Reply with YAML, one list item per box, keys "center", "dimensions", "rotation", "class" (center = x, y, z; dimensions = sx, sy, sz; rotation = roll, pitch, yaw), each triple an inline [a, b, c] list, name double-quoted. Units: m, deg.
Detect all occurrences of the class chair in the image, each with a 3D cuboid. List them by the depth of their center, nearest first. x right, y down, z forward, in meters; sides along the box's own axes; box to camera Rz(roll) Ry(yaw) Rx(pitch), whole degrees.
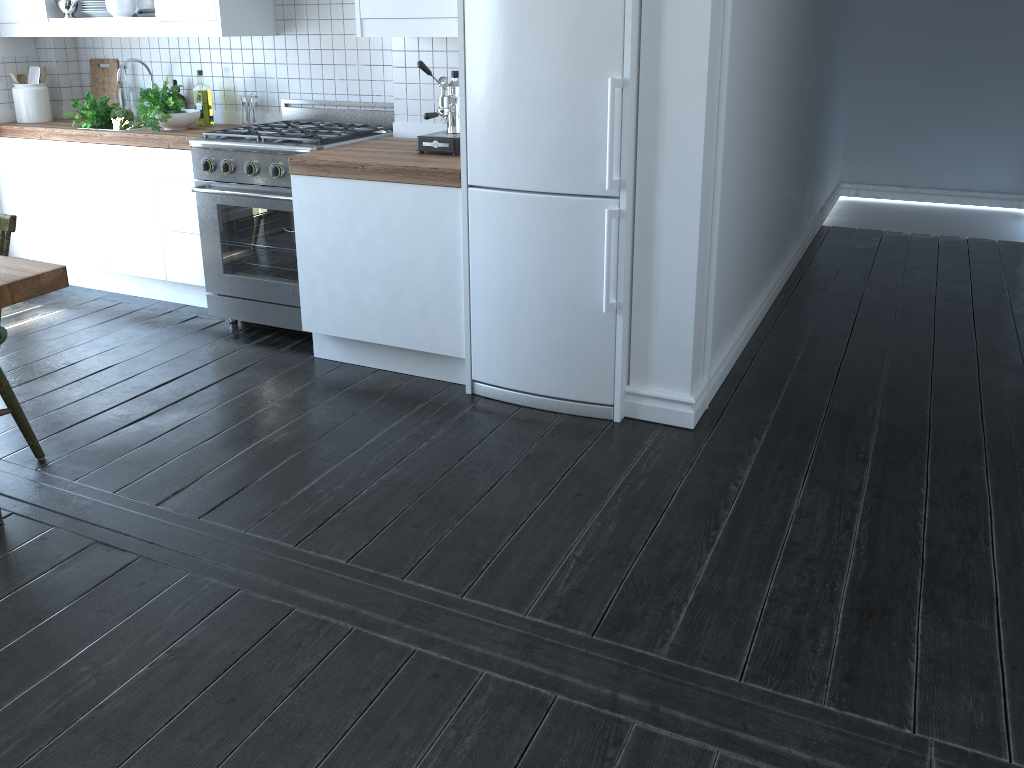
- center: [-1.799, -0.102, 2.729]
  dimensions: [0.470, 0.800, 0.500]
  rotation: [8, 20, 23]
  class: "chair"

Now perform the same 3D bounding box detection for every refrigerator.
- center: [0.227, -0.853, 3.297]
  dimensions: [0.580, 1.743, 0.700]
  rotation: [8, 19, 24]
  class: "refrigerator"

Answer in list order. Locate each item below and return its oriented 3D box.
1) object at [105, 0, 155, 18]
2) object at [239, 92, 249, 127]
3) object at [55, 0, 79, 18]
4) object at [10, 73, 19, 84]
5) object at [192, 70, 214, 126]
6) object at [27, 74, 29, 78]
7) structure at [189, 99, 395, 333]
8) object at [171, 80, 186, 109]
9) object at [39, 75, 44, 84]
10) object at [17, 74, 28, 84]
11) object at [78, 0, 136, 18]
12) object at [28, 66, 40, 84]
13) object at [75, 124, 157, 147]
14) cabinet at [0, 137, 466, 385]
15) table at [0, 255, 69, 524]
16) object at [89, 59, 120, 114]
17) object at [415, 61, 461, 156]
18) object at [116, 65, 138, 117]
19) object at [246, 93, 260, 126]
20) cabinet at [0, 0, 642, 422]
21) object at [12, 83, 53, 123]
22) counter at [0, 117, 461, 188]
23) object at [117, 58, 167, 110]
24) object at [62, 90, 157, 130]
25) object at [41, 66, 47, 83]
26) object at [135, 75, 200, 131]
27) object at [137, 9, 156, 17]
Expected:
- center: [-1.926, -1.972, 4.473]
  dimensions: [0.150, 0.209, 0.319]
  rotation: [7, 22, 22]
  class: "object"
- center: [-1.369, -1.418, 4.545]
  dimensions: [0.060, 0.167, 0.060]
  rotation: [13, 22, 37]
  class: "object"
- center: [-2.274, -1.945, 4.516]
  dimensions: [0.212, 0.130, 0.104]
  rotation: [15, 24, 36]
  class: "object"
- center: [-2.685, -1.571, 4.822]
  dimensions: [0.054, 0.254, 0.154]
  rotation: [0, 18, 1]
  class: "object"
- center: [-1.614, -1.492, 4.593]
  dimensions: [0.066, 0.273, 0.068]
  rotation: [6, 18, 20]
  class: "object"
- center: [-2.629, -1.584, 4.869]
  dimensions: [0.119, 0.242, 0.034]
  rotation: [8, 19, 25]
  class: "object"
- center: [-1.000, -0.796, 4.174]
  dimensions: [0.705, 0.986, 0.743]
  rotation: [8, 20, 24]
  class: "structure"
- center: [-1.799, -1.517, 4.730]
  dimensions: [0.085, 0.223, 0.088]
  rotation: [-3, 18, -9]
  class: "object"
- center: [-2.597, -1.579, 4.858]
  dimensions: [0.050, 0.239, 0.118]
  rotation: [-3, 18, -9]
  class: "object"
- center: [-2.669, -1.574, 4.841]
  dimensions: [0.061, 0.243, 0.120]
  rotation: [-12, 21, -32]
  class: "object"
- center: [-2.113, -2.019, 4.620]
  dimensions: [0.302, 0.188, 0.315]
  rotation: [10, 23, 25]
  class: "object"
- center: [-2.635, -1.592, 4.837]
  dimensions: [0.064, 0.280, 0.145]
  rotation: [-1, 18, -1]
  class: "object"
- center: [-2.030, -1.307, 4.642]
  dimensions: [0.374, 0.108, 0.364]
  rotation: [10, 24, 24]
  class: "object"
- center: [-1.365, -0.765, 4.365]
  dimensions: [3.218, 0.788, 0.747]
  rotation: [14, 24, 32]
  class: "cabinet"
- center: [-2.498, -0.009, 2.650]
  dimensions: [2.241, 0.693, 1.048]
  rotation: [10, 23, 24]
  class: "table"
- center: [-2.300, -1.670, 4.984]
  dimensions: [0.221, 0.319, 0.042]
  rotation: [8, 19, 25]
  class: "object"
- center: [-0.272, -1.110, 3.522]
  dimensions: [0.207, 0.358, 0.363]
  rotation: [8, 21, 24]
  class: "object"
- center: [-2.144, -1.622, 4.881]
  dimensions: [0.098, 0.307, 0.100]
  rotation: [8, 19, 24]
  class: "object"
- center: [-1.323, -1.400, 4.501]
  dimensions: [0.060, 0.167, 0.060]
  rotation: [13, 22, 37]
  class: "object"
- center: [-1.094, -1.425, 3.994]
  dimensions: [3.822, 2.294, 0.800]
  rotation: [11, 21, 28]
  class: "cabinet"
- center: [-2.638, -1.546, 4.840]
  dimensions: [0.175, 0.201, 0.178]
  rotation: [10, 22, 28]
  class: "object"
- center: [-1.399, -1.147, 4.198]
  dimensions: [3.119, 0.071, 0.872]
  rotation: [10, 24, 24]
  class: "counter"
- center: [-1.944, -1.556, 4.696]
  dimensions: [0.189, 0.341, 0.284]
  rotation: [0, 19, 2]
  class: "object"
- center: [-2.084, -1.372, 4.573]
  dimensions: [0.469, 0.297, 0.294]
  rotation: [-1, 19, -1]
  class: "object"
- center: [-2.591, -1.598, 4.846]
  dimensions: [0.131, 0.286, 0.058]
  rotation: [1, 17, 5]
  class: "object"
- center: [-1.733, -1.407, 4.406]
  dimensions: [0.272, 0.260, 0.349]
  rotation: [5, 21, 15]
  class: "object"
- center: [-1.741, -1.849, 4.392]
  dimensions: [0.246, 0.041, 0.286]
  rotation: [7, 23, 17]
  class: "object"
